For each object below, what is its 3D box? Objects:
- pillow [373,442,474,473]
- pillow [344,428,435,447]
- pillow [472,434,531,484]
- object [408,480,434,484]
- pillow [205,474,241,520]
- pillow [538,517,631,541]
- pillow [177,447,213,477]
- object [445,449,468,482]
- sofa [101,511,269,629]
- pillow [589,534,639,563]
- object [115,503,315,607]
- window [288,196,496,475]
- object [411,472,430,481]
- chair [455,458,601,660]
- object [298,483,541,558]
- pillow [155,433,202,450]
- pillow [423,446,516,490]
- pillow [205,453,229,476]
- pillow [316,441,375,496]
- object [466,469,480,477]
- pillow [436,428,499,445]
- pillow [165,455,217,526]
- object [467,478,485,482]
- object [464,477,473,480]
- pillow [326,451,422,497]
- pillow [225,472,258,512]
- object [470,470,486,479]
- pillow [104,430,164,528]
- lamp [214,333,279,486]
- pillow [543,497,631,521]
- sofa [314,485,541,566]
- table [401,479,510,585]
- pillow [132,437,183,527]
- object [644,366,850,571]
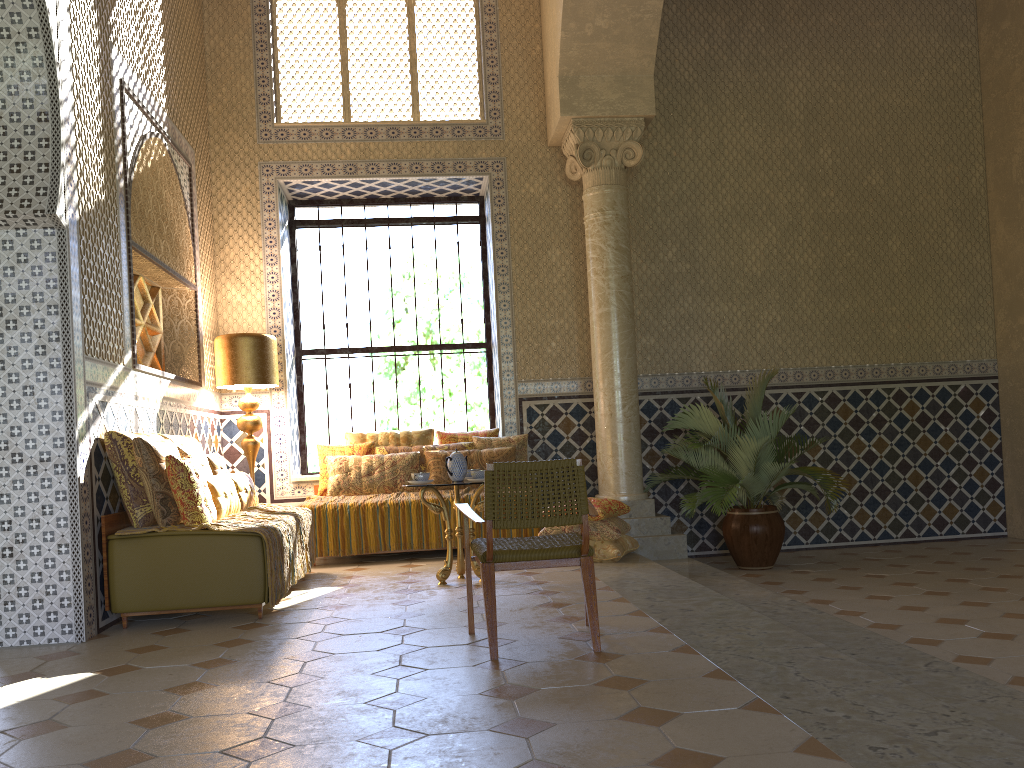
[{"bbox_3d":[-1.116,1.079,11.407,1.341,0.615,0.371,-3,-2,-6],"label":"pillow"},{"bbox_3d":[-1.590,1.010,11.601,1.192,0.831,0.423,-3,-1,-6],"label":"pillow"},{"bbox_3d":[-0.127,1.006,11.528,0.740,0.693,0.341,-3,-1,-5],"label":"pillow"},{"bbox_3d":[-0.890,0.957,8.652,0.255,0.032,0.256,-1,-4,-27],"label":"object"},{"bbox_3d":[-2.735,1.071,8.257,0.271,0.450,0.985,-3,-3,-6],"label":"pillow"},{"bbox_3d":[0.831,1.650,10.007,0.932,0.347,0.881,-4,-4,14],"label":"pillow"},{"bbox_3d":[-2.959,0.930,8.324,0.340,0.692,0.742,-3,-2,-5],"label":"pillow"},{"bbox_3d":[-0.544,0.799,8.728,0.272,0.323,0.199,-2,-2,-16],"label":"object"},{"bbox_3d":[-2.722,1.582,8.435,1.273,0.936,2.856,-3,-4,-6],"label":"sofa"},{"bbox_3d":[0.859,1.851,10.015,0.992,0.368,1.043,-4,-4,19],"label":"pillow"},{"bbox_3d":[-2.661,1.570,8.429,1.313,0.717,2.893,-3,-4,-6],"label":"object"},{"bbox_3d":[-4.479,-0.596,12.210,8.480,3.987,0.575,-2,-1,-10],"label":"window"},{"bbox_3d":[-0.892,0.920,8.652,0.183,0.100,0.183,-1,-4,-25],"label":"object"},{"bbox_3d":[0.124,1.106,5.911,0.950,1.208,0.908,-3,-2,-6],"label":"chair"},{"bbox_3d":[-1.154,1.676,11.082,2.885,0.717,1.317,-3,-3,-6],"label":"object"},{"bbox_3d":[-3.306,0.916,8.970,0.422,0.831,1.195,-3,-3,-6],"label":"pillow"},{"bbox_3d":[-0.517,1.093,11.247,1.191,0.546,0.329,-3,-2,-6],"label":"pillow"},{"bbox_3d":[-3.037,1.019,9.123,0.313,0.637,0.683,-3,-2,-5],"label":"pillow"},{"bbox_3d":[-2.122,1.095,11.326,0.740,0.693,0.341,-3,-1,-5],"label":"pillow"},{"bbox_3d":[-0.413,0.923,9.054,0.183,0.100,0.183,-2,-3,-17],"label":"object"},{"bbox_3d":[-0.565,0.998,11.762,0.855,0.800,0.394,-3,-1,-5],"label":"pillow"},{"bbox_3d":[-2.684,0.916,7.460,0.345,0.650,0.686,-3,-2,-6],"label":"pillow"},{"bbox_3d":[-0.300,0.912,8.427,0.255,0.032,0.256,-2,-4,-10],"label":"object"},{"bbox_3d":[-0.411,0.961,9.054,0.255,0.032,0.256,-1,-4,-27],"label":"object"},{"bbox_3d":[-1.734,1.147,11.124,1.191,0.546,0.329,-3,-2,-6],"label":"pillow"},{"bbox_3d":[-2.829,1.140,9.189,0.271,0.450,0.985,-3,-3,-6],"label":"pillow"},{"bbox_3d":[-0.301,0.874,8.428,0.183,0.100,0.184,-2,-3,-10],"label":"object"},{"bbox_3d":[-3.187,0.828,7.780,0.422,0.831,1.195,-3,-3,-6],"label":"pillow"},{"bbox_3d":[-3.199,0.817,10.856,0.736,2.811,0.738,-2,-1,-37],"label":"lamp"},{"bbox_3d":[0.837,1.441,10.002,0.805,0.310,0.748,-5,-4,28],"label":"pillow"},{"bbox_3d":[-1.121,1.688,11.148,2.848,0.936,1.276,-3,-3,-6],"label":"sofa"},{"bbox_3d":[-0.510,1.445,8.679,1.102,0.979,1.101,-4,-3,24],"label":"table"},{"bbox_3d":[-2.963,0.844,7.577,0.383,0.779,0.836,-3,-2,-5],"label":"pillow"},{"bbox_3d":[3.061,1.035,10.992,2.640,2.499,2.169,-2,-2,-19],"label":"object"}]
